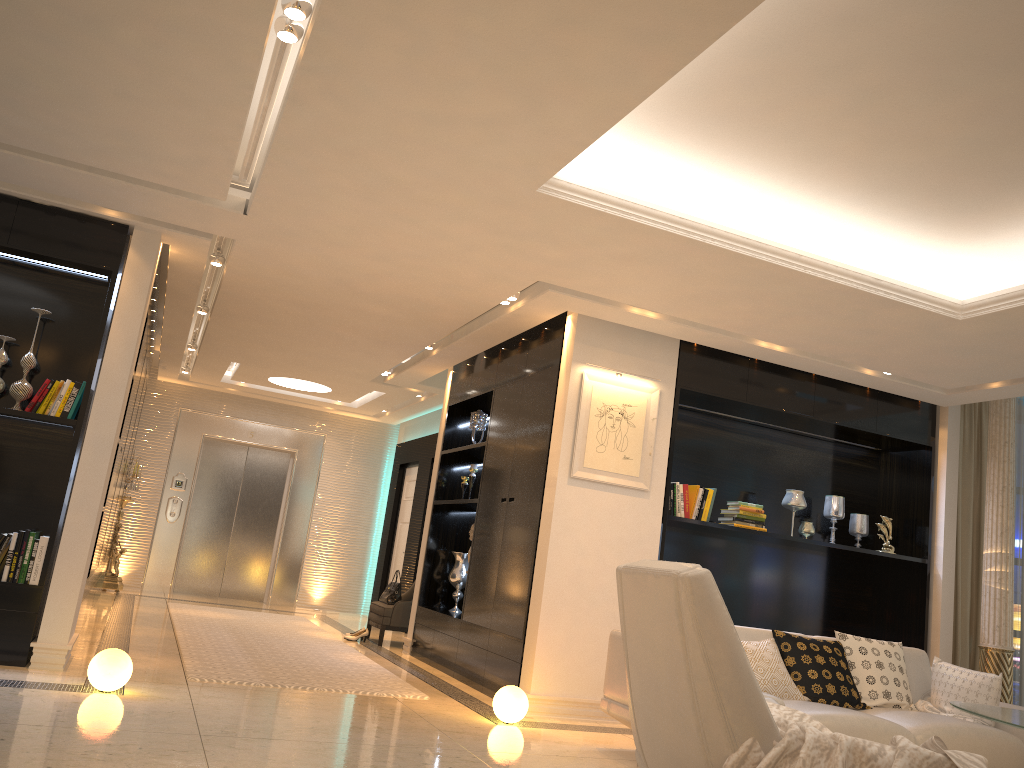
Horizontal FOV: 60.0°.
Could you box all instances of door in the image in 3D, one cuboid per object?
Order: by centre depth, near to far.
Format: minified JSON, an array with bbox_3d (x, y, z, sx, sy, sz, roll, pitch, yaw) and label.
[{"bbox_3d":[-0.606,-5.596,3.659,83.408,24.296,83.408,8,-12,1],"label":"door"},{"bbox_3d":[-1.385,2.009,11.249,0.089,2.034,0.919,12,-12,-20],"label":"door"}]

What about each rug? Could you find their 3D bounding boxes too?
[{"bbox_3d":[-2.168,2.229,7.784,1.526,0.015,5.025,12,-12,-20],"label":"rug"}]

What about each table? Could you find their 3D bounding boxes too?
[{"bbox_3d":[2.452,1.589,3.040,0.999,0.565,2.140,12,-12,-21],"label":"table"}]

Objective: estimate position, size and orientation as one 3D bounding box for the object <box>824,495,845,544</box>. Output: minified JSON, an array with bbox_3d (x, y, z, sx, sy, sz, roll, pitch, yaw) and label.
[{"bbox_3d":[2.613,1.128,7.205,0.156,0.426,0.156,11,-12,-15],"label":"object"}]

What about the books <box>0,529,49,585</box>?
[{"bbox_3d":[-2.847,0.972,5.060,0.345,0.296,0.222,12,-12,-20],"label":"books"}]

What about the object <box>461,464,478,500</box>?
[{"bbox_3d":[-0.399,0.904,8.046,0.079,0.361,0.176,17,-15,-39],"label":"object"}]

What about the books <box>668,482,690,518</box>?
[{"bbox_3d":[1.143,0.834,6.437,0.240,0.270,0.208,12,-12,-20],"label":"books"}]

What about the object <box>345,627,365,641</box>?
[{"bbox_3d":[-1.544,2.460,8.782,0.235,0.135,0.084,2,-13,26],"label":"object"}]

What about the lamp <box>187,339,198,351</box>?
[{"bbox_3d":[-3.370,-0.415,9.359,0.107,0.127,0.107,8,-12,-2],"label":"lamp"}]

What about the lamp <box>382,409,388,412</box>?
[{"bbox_3d":[-1.690,0.305,11.719,0.107,0.127,0.107,17,-15,-39],"label":"lamp"}]

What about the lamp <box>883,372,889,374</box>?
[{"bbox_3d":[2.770,-0.136,6.515,0.107,0.127,0.107,17,-15,-39],"label":"lamp"}]

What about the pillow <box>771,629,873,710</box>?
[{"bbox_3d":[1.734,1.590,4.938,0.524,0.355,0.323,12,-12,-20],"label":"pillow"}]

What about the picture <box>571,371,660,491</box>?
[{"bbox_3d":[0.716,0.325,6.087,0.610,0.729,0.027,12,-12,-20],"label":"picture"}]

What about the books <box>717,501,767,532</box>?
[{"bbox_3d":[1.746,1.004,6.693,0.296,0.197,0.260,12,-12,-18],"label":"books"}]

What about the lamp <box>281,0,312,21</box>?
[{"bbox_3d":[-0.749,-1.340,3.101,0.107,0.127,0.107,17,-15,-39],"label":"lamp"}]

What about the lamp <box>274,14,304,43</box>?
[{"bbox_3d":[-0.813,-1.319,3.249,0.107,0.127,0.107,17,-15,-39],"label":"lamp"}]

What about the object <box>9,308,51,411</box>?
[{"bbox_3d":[-2.845,-0.139,5.221,0.121,0.612,0.121,13,-13,-25],"label":"object"}]

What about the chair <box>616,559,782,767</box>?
[{"bbox_3d":[0.810,1.139,2.939,0.983,0.991,1.027,12,-12,-21],"label":"chair"}]

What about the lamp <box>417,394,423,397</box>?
[{"bbox_3d":[-1.075,0.085,10.236,0.107,0.127,0.107,17,-15,-39],"label":"lamp"}]

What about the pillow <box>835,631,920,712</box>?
[{"bbox_3d":[2.139,1.673,5.140,0.526,0.399,0.255,12,-12,-20],"label":"pillow"}]

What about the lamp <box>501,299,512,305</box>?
[{"bbox_3d":[-0.045,-0.615,6.146,0.107,0.127,0.107,17,-15,-39],"label":"lamp"}]

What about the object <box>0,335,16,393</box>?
[{"bbox_3d":[-3.007,-0.071,5.173,0.121,0.416,0.121,13,-13,-25],"label":"object"}]

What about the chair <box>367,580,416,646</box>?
[{"bbox_3d":[-1.031,2.167,8.935,0.702,0.898,0.625,12,-12,-19],"label":"chair"}]

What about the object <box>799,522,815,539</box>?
[{"bbox_3d":[2.310,1.161,6.952,0.119,0.154,0.119,10,-12,-11],"label":"object"}]

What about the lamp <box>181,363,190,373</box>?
[{"bbox_3d":[-3.985,-0.194,10.842,0.107,0.127,0.107,17,-15,-39],"label":"lamp"}]

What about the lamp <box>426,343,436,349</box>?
[{"bbox_3d":[-0.723,-0.369,7.797,0.107,0.127,0.107,17,-15,-39],"label":"lamp"}]

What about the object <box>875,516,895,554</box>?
[{"bbox_3d":[2.978,1.205,7.068,0.182,0.293,0.116,13,-13,-23],"label":"object"}]

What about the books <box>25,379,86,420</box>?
[{"bbox_3d":[-2.701,0.086,5.267,0.290,0.238,0.189,13,-12,-22],"label":"books"}]

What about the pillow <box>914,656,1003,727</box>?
[{"bbox_3d":[2.497,1.723,5.003,0.281,0.325,0.521,10,-12,-11],"label":"pillow"}]

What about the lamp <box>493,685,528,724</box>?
[{"bbox_3d":[-0.008,1.911,5.291,0.213,0.214,0.212,4,-12,18],"label":"lamp"}]

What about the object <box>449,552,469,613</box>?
[{"bbox_3d":[-0.476,1.800,8.056,0.221,0.522,0.221,11,-12,-16],"label":"object"}]

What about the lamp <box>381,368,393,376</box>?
[{"bbox_3d":[-1.302,-0.160,9.200,0.107,0.127,0.235,12,-12,-20],"label":"lamp"}]

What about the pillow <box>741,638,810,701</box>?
[{"bbox_3d":[1.314,1.531,4.762,0.521,0.329,0.351,12,-12,-20],"label":"pillow"}]

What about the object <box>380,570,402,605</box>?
[{"bbox_3d":[-1.193,2.037,8.901,0.168,0.345,0.366,12,-12,-21],"label":"object"}]

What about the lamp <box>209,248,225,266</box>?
[{"bbox_3d":[-2.051,-0.886,6.182,0.107,0.127,0.107,17,-15,-39],"label":"lamp"}]

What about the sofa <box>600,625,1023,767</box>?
[{"bbox_3d":[1.780,1.795,4.876,2.328,0.754,1.145,12,-12,-20],"label":"sofa"}]

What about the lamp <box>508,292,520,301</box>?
[{"bbox_3d":[0.003,-0.633,6.028,0.107,0.127,0.107,17,-15,-39],"label":"lamp"}]

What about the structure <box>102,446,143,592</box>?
[{"bbox_3d":[-4.598,1.620,10.667,0.382,1.715,0.811,7,-12,3],"label":"structure"}]

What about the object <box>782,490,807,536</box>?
[{"bbox_3d":[2.201,1.026,6.939,0.181,0.381,0.181,14,-13,-26],"label":"object"}]

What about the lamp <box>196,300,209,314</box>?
[{"bbox_3d":[-2.668,-0.666,7.665,0.107,0.127,0.107,17,-15,-39],"label":"lamp"}]

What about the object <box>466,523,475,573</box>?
[{"bbox_3d":[-0.295,1.583,7.545,0.221,0.794,0.308,7,-12,6],"label":"object"}]

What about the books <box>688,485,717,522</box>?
[{"bbox_3d":[1.353,0.884,6.522,0.210,0.261,0.212,12,-12,-20],"label":"books"}]

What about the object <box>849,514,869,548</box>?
[{"bbox_3d":[2.845,1.232,7.279,0.147,0.317,0.147,12,-12,-18],"label":"object"}]

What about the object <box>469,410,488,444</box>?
[{"bbox_3d":[-0.309,0.401,7.884,0.155,0.347,0.155,18,-15,-40],"label":"object"}]

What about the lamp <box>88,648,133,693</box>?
[{"bbox_3d":[-2.078,1.479,4.588,0.213,0.214,0.212,4,-12,18],"label":"lamp"}]

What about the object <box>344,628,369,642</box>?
[{"bbox_3d":[-1.507,2.427,8.596,0.235,0.135,0.084,12,-12,-19],"label":"object"}]

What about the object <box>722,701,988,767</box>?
[{"bbox_3d":[0.911,1.314,2.730,0.972,0.580,1.347,5,-12,16],"label":"object"}]
